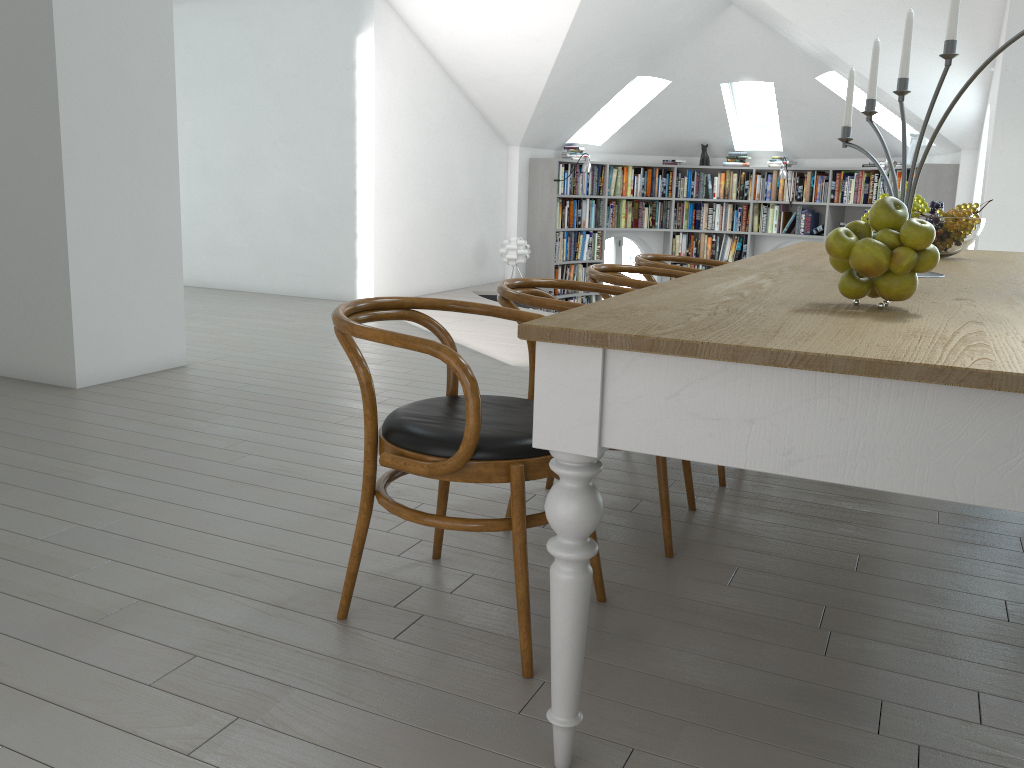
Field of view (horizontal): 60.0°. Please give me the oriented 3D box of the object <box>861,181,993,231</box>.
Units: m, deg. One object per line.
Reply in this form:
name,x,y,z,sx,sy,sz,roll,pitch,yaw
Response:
object,1.568,-0.623,3.368,0.394,0.283,0.294,-1,12,-11

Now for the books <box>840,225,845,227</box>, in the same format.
books,3.876,-1.771,10.024,0.213,0.036,0.228,-2,13,-15

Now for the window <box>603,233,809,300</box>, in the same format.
window,2.456,-1.353,11.196,3.232,1.145,0.620,4,11,11

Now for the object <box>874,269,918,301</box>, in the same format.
object,0.747,-0.198,1.725,0.080,0.073,0.079,-2,12,-20

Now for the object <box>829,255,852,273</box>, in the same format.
object,0.681,-0.259,1.798,0.071,0.072,0.071,0,12,-10

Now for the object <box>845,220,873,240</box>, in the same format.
object,0.684,-0.295,1.757,0.058,0.057,0.053,11,15,39

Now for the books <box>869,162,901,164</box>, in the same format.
books,4.030,-2.384,9.589,0.233,0.027,0.249,1,12,-2

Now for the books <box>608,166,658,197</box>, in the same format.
books,1.412,-2.472,10.816,0.793,0.371,0.270,-3,12,-21

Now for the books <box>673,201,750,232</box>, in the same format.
books,2.481,-2.083,11.002,1.028,0.357,0.302,4,12,11

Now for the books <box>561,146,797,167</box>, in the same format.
books,1.963,-2.723,10.648,2.814,0.172,0.752,1,12,-4

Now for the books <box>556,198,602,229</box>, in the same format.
books,0.676,-2.003,10.391,0.304,0.346,1.091,11,15,39

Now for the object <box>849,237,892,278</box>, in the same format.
object,0.684,-0.241,1.691,0.076,0.076,0.077,0,12,-8

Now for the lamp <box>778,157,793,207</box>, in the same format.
lamp,3.180,-2.339,10.294,0.113,0.563,0.359,8,13,31

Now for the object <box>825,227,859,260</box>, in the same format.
object,0.641,-0.273,1.723,0.063,0.063,0.062,-1,12,-12

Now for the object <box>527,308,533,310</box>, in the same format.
object,0.103,-0.693,8.582,0.218,0.082,0.475,-1,13,-12

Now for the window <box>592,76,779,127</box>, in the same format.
window,2.624,-3.280,9.817,4.060,0.709,1.941,7,13,24

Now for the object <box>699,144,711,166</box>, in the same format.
object,2.371,-2.796,10.841,0.147,0.263,0.203,6,12,21

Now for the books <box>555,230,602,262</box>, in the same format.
books,0.679,-1.624,10.414,0.261,0.357,1.022,12,16,41

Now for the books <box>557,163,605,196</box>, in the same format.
books,0.685,-2.377,10.297,0.301,0.359,1.035,11,16,40

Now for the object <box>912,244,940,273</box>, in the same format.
object,0.785,-0.242,1.698,0.062,0.059,0.062,8,13,28

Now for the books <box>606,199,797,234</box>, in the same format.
books,2.249,-2.052,10.857,2.529,0.369,0.594,3,12,6

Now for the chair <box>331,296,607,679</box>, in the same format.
chair,-0.121,0.185,2.117,0.622,0.731,0.529,8,13,27

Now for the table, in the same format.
table,1.171,0.050,2.750,1.020,0.794,3.363,7,13,24

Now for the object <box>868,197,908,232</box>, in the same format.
object,0.736,-0.329,1.734,0.072,0.074,0.073,7,13,24

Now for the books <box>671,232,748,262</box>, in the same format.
books,2.461,-1.704,11.032,0.998,0.350,0.299,4,12,8

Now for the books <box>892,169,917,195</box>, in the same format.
books,4.035,-1.943,8.775,0.293,0.360,1.019,3,12,7

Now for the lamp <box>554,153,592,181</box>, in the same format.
lamp,0.679,-2.391,9.787,0.414,0.310,0.117,6,12,21

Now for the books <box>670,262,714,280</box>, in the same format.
books,2.463,-1.326,11.103,1.032,0.355,0.294,4,12,10

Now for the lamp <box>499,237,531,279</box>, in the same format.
lamp,0.027,-1.261,9.213,0.306,0.522,0.307,4,11,13

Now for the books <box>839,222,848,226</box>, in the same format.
books,3.877,-1.803,10.018,0.269,0.031,0.287,3,12,5

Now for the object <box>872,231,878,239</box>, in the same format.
object,0.741,-0.280,1.811,0.071,0.063,0.072,6,12,18

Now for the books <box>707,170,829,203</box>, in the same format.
books,3.096,-2.379,10.629,1.568,0.365,0.395,9,14,30

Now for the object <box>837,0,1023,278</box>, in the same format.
object,1.134,-0.733,2.442,0.265,0.870,0.779,2,11,-1

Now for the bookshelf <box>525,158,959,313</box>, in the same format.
bookshelf,2.570,-1.549,10.145,4.338,1.870,2.118,7,13,24

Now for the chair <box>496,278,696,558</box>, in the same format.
chair,0.249,0.062,2.732,0.622,0.731,0.530,6,12,20

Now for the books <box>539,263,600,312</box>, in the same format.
books,0.497,-1.045,10.315,0.391,0.692,1.646,9,14,34

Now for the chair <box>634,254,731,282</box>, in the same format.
chair,0.847,-0.206,4.039,0.622,0.731,0.529,8,13,28

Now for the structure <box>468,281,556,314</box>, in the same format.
structure,1.959,-0.549,9.059,4.711,0.689,4.735,-3,13,-20

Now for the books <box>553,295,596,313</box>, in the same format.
books,0.671,-0.910,10.620,0.283,0.318,0.920,12,16,42

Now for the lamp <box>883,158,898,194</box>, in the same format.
lamp,3.816,-1.969,8.785,0.275,0.522,0.113,5,11,15

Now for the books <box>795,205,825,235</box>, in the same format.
books,3.553,-1.910,10.368,0.225,0.339,0.400,-9,16,-44

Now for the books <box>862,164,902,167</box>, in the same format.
books,4.029,-2.357,9.594,0.316,0.036,0.338,-1,13,-12

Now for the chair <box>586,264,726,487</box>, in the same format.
chair,0.574,-0.069,3.374,0.622,0.731,0.529,7,12,24

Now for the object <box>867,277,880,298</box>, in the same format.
object,0.735,-0.198,1.792,0.050,0.050,0.051,8,13,28

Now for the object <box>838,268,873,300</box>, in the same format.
object,0.678,-0.199,1.751,0.063,0.063,0.064,10,14,35

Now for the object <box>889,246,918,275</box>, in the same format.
object,0.735,-0.233,1.669,0.051,0.053,0.053,5,12,16

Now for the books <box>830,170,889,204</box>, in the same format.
books,3.919,-2.160,9.739,0.306,0.365,0.974,-3,13,-21

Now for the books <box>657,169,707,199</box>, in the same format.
books,2.078,-2.472,10.961,0.682,0.344,0.266,2,11,2

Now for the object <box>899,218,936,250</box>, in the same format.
object,0.762,-0.281,1.666,0.062,0.059,0.062,7,13,25

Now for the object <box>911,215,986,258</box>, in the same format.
object,1.583,-0.556,3.357,0.360,0.159,0.362,3,12,5

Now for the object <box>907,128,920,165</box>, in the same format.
object,4.060,-2.433,8.930,0.179,0.470,0.180,9,13,33

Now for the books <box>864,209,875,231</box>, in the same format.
books,4.019,-1.727,9.576,0.256,0.349,0.556,-2,12,-18

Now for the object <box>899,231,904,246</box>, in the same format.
object,0.784,-0.283,1.750,0.066,0.071,0.073,1,12,-6

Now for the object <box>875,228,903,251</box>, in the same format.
object,0.726,-0.274,1.705,0.053,0.050,0.053,1,12,-4
